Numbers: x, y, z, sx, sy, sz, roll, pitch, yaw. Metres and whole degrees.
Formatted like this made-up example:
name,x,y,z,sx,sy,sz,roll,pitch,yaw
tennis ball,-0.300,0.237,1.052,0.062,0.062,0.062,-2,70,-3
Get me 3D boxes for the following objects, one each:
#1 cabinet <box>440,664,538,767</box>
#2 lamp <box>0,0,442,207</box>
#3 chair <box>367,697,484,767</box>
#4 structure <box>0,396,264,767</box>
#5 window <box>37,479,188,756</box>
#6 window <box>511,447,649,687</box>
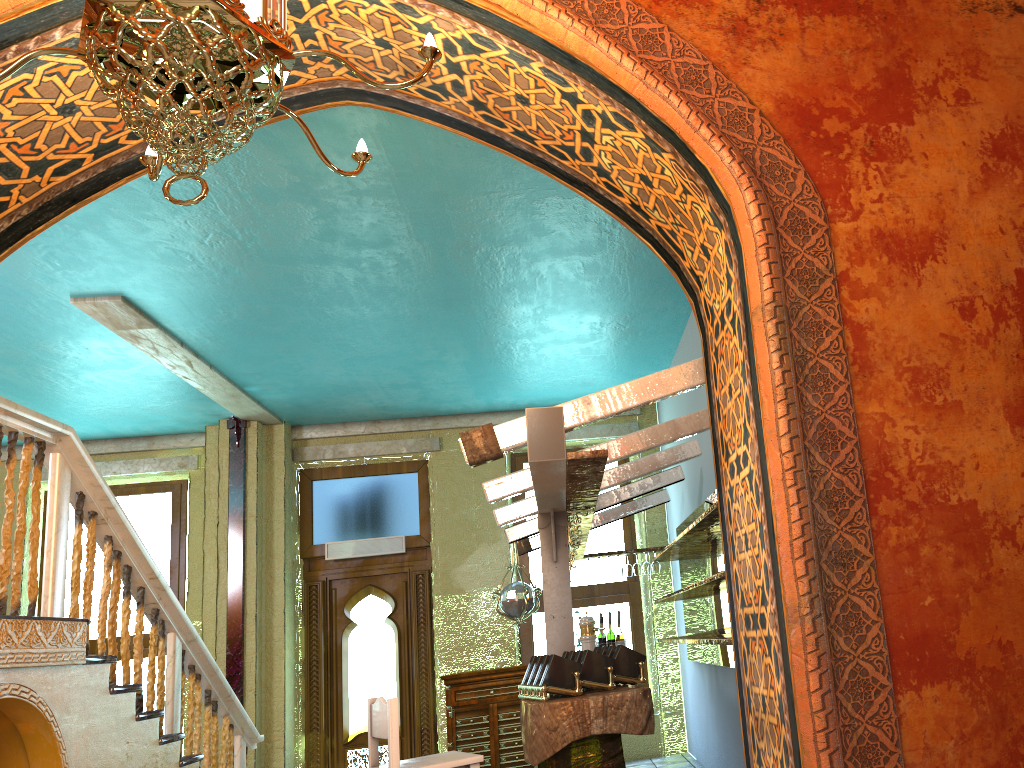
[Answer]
name,x,y,z,sx,sy,sz,roll,pitch,yaw
cabinet,-0.189,3.950,9.792,1.156,1.281,0.605,-3,-13,-8
lamp,-0.893,-1.587,2.396,1.331,2.324,1.112,-4,-13,-5
chair,-0.473,2.390,4.721,0.549,1.313,0.461,2,-14,-29
structure,-3.327,2.280,6.115,1.836,3.084,5.868,-5,-16,1
window,-4.588,2.830,9.728,1.592,3.360,0.086,-2,-12,-10
window,0.848,2.479,10.740,1.592,3.360,0.086,-2,-12,-10
